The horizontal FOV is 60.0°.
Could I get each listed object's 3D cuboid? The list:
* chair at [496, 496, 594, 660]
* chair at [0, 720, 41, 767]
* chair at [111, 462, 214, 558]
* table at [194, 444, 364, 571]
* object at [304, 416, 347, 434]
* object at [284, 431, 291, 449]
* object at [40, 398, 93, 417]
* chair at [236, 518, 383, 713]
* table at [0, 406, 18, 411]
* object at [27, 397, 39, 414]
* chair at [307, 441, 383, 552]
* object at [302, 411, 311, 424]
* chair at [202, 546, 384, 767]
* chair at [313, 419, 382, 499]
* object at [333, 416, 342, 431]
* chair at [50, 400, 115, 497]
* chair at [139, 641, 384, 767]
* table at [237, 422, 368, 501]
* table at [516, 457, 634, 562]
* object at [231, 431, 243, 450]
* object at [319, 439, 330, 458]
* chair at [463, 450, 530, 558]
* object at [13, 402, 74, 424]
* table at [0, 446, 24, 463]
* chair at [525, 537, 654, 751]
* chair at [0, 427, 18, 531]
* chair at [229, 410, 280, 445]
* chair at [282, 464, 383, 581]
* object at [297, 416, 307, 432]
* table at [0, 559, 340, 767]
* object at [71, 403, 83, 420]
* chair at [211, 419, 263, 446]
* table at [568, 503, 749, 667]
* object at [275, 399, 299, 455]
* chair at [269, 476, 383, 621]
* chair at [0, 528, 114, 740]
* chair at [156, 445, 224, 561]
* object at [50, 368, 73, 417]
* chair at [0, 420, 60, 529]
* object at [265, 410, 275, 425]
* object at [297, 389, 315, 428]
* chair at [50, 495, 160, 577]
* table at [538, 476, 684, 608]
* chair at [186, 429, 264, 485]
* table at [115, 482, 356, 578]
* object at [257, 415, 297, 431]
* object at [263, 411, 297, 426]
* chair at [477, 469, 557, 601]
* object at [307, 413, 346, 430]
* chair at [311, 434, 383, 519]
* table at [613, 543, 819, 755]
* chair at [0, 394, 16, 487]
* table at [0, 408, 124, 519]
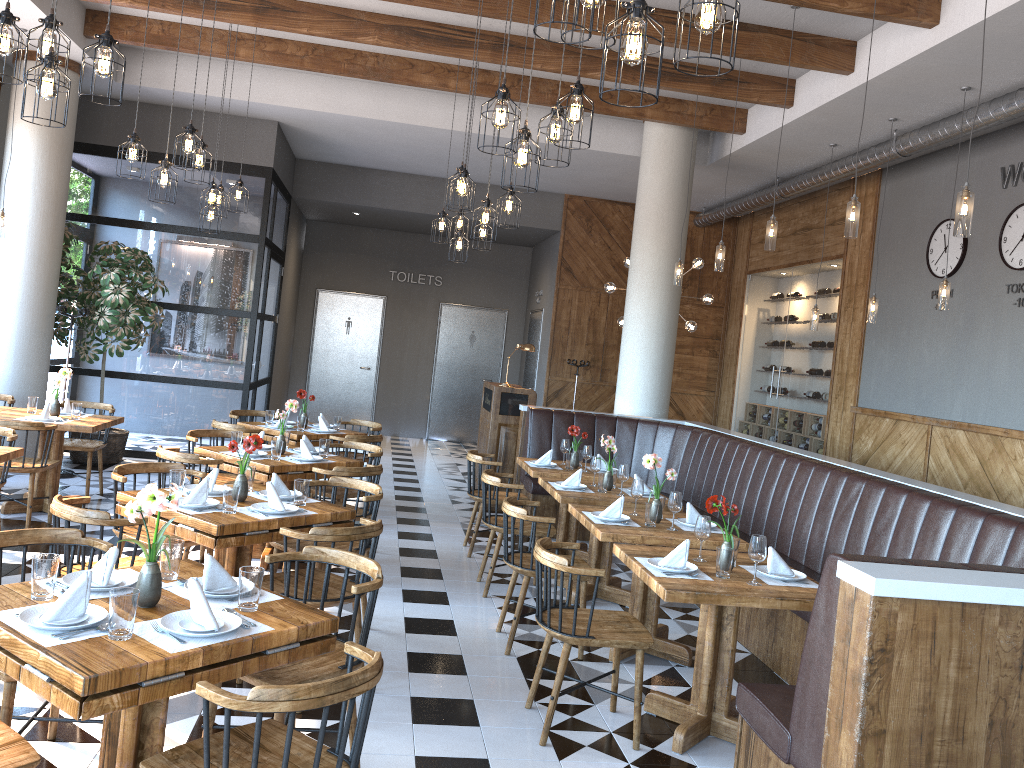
[{"bbox_3d":[0.177,1.108,5.149,0.549,0.817,0.520,6,0,-8],"label":"chair"},{"bbox_3d":[-1.572,1.030,2.265,0.520,0.817,0.548,6,1,37],"label":"chair"},{"bbox_3d":[-1.963,0.888,4.948,0.551,0.817,0.518,6,1,37],"label":"chair"},{"bbox_3d":[-1.718,0.886,6.411,0.866,0.764,0.862,7,1,37],"label":"table"},{"bbox_3d":[-1.728,0.369,8.120,0.273,0.137,0.351,7,2,37],"label":"object"},{"bbox_3d":[-1.723,0.424,6.713,0.080,0.132,0.080,6,0,7],"label":"object"},{"bbox_3d":[-3.715,0.184,7.420,0.351,0.137,0.272,6,2,-8],"label":"object"},{"bbox_3d":[-0.935,1.026,4.177,0.551,0.817,0.518,6,1,37],"label":"chair"},{"bbox_3d":[-4.578,0.559,7.028,0.849,0.764,0.851,6,1,-8],"label":"table"},{"bbox_3d":[-3.911,0.172,7.227,0.080,0.132,0.080,6,0,-23],"label":"object"},{"bbox_3d":[-1.335,0.881,6.920,0.520,0.817,0.548,6,1,37],"label":"chair"},{"bbox_3d":[-1.995,0.326,8.576,0.080,0.132,0.080,6,0,17],"label":"object"},{"bbox_3d":[-0.807,1.073,3.299,0.520,0.817,0.548,6,1,37],"label":"chair"},{"bbox_3d":[-1.620,0.781,8.811,0.520,0.817,0.548,6,1,37],"label":"chair"},{"bbox_3d":[-1.643,0.372,8.329,0.080,0.132,0.080,6,0,17],"label":"object"},{"bbox_3d":[-3.834,0.583,7.800,0.519,0.817,0.550,6,0,-8],"label":"chair"},{"bbox_3d":[-0.675,1.120,2.397,0.551,0.817,0.518,6,1,37],"label":"chair"},{"bbox_3d":[-1.990,0.788,8.271,0.866,0.764,0.862,7,1,37],"label":"table"},{"bbox_3d":[0.479,1.083,7.416,0.849,0.764,0.851,6,1,-8],"label":"table"},{"bbox_3d":[-1.980,0.410,6.363,0.080,0.132,0.080,6,0,7],"label":"object"},{"bbox_3d":[-1.372,0.471,6.466,0.080,0.132,0.080,6,0,7],"label":"object"},{"bbox_3d":[-0.141,0.993,7.330,0.549,0.817,0.520,6,0,-8],"label":"chair"},{"bbox_3d":[-3.632,0.212,6.893,0.351,0.137,0.272,6,2,-8],"label":"object"},{"bbox_3d":[-3.424,0.757,5.019,0.849,0.764,0.851,6,1,-8],"label":"table"},{"bbox_3d":[0.336,1.166,4.058,0.549,0.817,0.520,6,0,-8],"label":"chair"},{"bbox_3d":[-3.523,0.696,5.667,0.519,0.817,0.550,6,0,-8],"label":"chair"},{"bbox_3d":[-2.505,0.692,8.659,0.551,0.817,0.518,6,1,37],"label":"chair"},{"bbox_3d":[-1.203,0.929,6.018,0.551,0.817,0.518,6,1,37],"label":"chair"},{"bbox_3d":[-1.895,0.359,7.968,0.080,0.132,0.080,6,0,7],"label":"object"},{"bbox_3d":[-1.190,1.078,2.790,0.866,0.764,0.862,7,1,37],"label":"table"},{"bbox_3d":[-3.495,0.221,7.107,0.080,0.132,0.080,6,0,-23],"label":"object"},{"bbox_3d":[-2.374,0.740,7.757,0.520,0.817,0.548,6,1,37],"label":"chair"},{"bbox_3d":[0.795,1.197,5.246,0.849,0.764,0.851,6,1,-8],"label":"table"},{"bbox_3d":[-1.635,0.310,6.407,0.146,0.400,0.206,6,0,3],"label":"object"},{"bbox_3d":[-1.066,0.979,5.079,0.520,0.817,0.548,6,1,37],"label":"chair"},{"bbox_3d":[-1.704,0.982,3.167,0.551,0.817,0.518,6,1,37],"label":"chair"},{"bbox_3d":[-2.100,0.839,5.886,0.520,0.817,0.548,6,1,37],"label":"chair"},{"bbox_3d":[-3.652,0.068,7.167,0.146,0.400,0.207,6,0,-16],"label":"object"},{"bbox_3d":[-3.646,0.651,6.508,0.519,0.817,0.550,6,0,-8],"label":"chair"},{"bbox_3d":[-2.252,0.312,8.227,0.080,0.132,0.080,6,0,-33],"label":"object"},{"bbox_3d":[-1.956,0.228,8.304,0.171,0.355,0.156,6,0,39],"label":"object"},{"bbox_3d":[-1.832,0.936,4.046,0.520,0.817,0.548,6,1,37],"label":"chair"},{"bbox_3d":[0.638,1.140,6.325,0.849,0.764,0.851,6,1,-8],"label":"table"},{"bbox_3d":[-2.232,0.791,6.788,0.551,0.817,0.518,6,1,37],"label":"chair"},{"bbox_3d":[-1.450,0.984,4.571,0.866,0.764,0.862,7,1,37],"label":"table"},{"bbox_3d":[-2.101,0.331,8.062,0.353,0.137,0.271,7,2,37],"label":"object"},{"bbox_3d":[-2.162,0.311,8.435,0.273,0.137,0.351,7,2,37],"label":"object"},{"bbox_3d":[0.018,1.051,6.239,0.549,0.817,0.520,6,0,-8],"label":"chair"},{"bbox_3d":[-1.789,0.348,8.493,0.353,0.137,0.271,7,2,37],"label":"object"},{"bbox_3d":[-1.477,0.830,7.889,0.551,0.817,0.518,6,1,37],"label":"chair"},{"bbox_3d":[0.955,1.255,4.154,0.849,0.764,0.851,6,1,-8],"label":"table"},{"bbox_3d":[-4.664,0.499,7.678,0.519,0.817,0.550,6,0,-8],"label":"chair"},{"bbox_3d":[-3.735,0.644,7.152,0.849,0.764,0.851,6,1,-8],"label":"table"}]
